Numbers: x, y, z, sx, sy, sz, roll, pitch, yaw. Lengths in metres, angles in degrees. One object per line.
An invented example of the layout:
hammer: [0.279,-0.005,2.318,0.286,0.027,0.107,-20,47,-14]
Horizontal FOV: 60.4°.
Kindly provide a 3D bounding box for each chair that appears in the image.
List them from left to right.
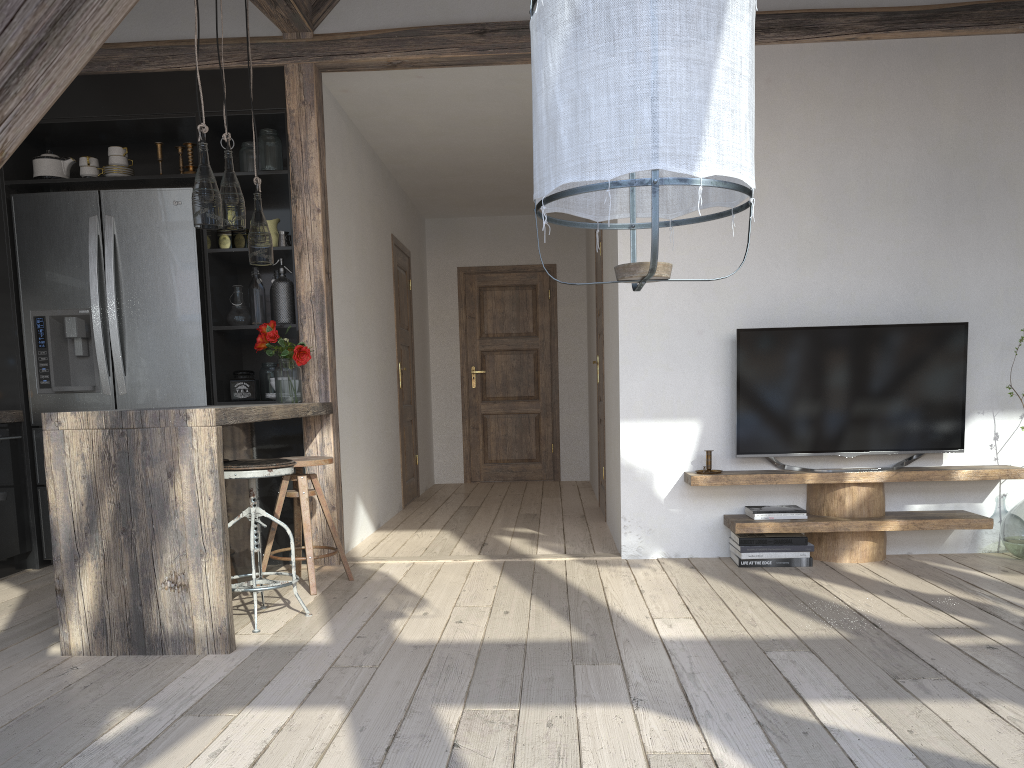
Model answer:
chair: [-1.015,0.621,3.478,0.353,0.643,0.350,2,6,36]
chair: [-0.976,0.644,4.091,0.341,0.602,0.337,1,5,23]

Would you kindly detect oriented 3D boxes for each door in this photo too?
door: [-0.847,-0.072,7.053,0.082,2.094,0.831,-1,6,3]
door: [-0.024,-0.082,8.444,0.941,2.094,0.081,-1,7,3]
door: [0.617,-0.118,6.130,0.082,2.094,0.831,-1,6,3]

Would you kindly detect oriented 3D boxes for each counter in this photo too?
counter: [-2.117,0.539,2.751,2.241,0.860,3.785,-1,0,3]

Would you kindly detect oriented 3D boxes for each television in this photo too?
television: [1.655,0.071,4.314,1.103,0.715,0.204,-1,6,3]

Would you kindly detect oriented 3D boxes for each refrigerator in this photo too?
refrigerator: [-2.031,-0.006,4.897,0.943,1.943,0.841,-1,5,3]

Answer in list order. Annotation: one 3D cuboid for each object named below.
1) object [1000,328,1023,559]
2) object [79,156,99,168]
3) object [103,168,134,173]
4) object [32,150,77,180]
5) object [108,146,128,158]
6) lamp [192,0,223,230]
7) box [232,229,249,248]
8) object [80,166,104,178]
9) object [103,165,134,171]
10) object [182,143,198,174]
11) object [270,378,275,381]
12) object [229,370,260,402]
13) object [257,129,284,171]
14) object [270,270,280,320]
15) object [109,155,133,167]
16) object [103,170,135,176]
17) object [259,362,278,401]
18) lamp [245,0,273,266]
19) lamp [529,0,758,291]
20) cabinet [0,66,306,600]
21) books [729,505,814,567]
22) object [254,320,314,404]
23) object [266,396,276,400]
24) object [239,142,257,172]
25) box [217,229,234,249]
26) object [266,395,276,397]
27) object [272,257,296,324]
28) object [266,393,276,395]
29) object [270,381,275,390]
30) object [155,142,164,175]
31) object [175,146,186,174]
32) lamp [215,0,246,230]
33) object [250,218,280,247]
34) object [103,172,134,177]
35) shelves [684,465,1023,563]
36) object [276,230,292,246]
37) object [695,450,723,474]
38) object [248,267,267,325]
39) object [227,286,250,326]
object: [2.643,0.289,4.264,0.515,1.133,0.272,-2,6,-11]
object: [-2.165,-1.122,4.515,0.106,0.068,0.093,-1,2,31]
object: [-2.016,-1.081,4.511,0.148,0.026,0.148,-2,0,44]
object: [-2.386,-1.123,4.571,0.207,0.176,0.185,1,4,43]
object: [-2.009,-1.170,4.500,0.106,0.068,0.093,-2,2,-12]
lamp: [-1.109,-1.243,3.256,0.225,1.303,0.107,-1,7,5]
box: [-1.399,-0.745,4.586,0.083,0.115,0.082,-1,4,13]
object: [-2.164,-1.076,4.526,0.105,0.068,0.094,-3,2,-35]
object: [-2.016,-1.093,4.510,0.148,0.026,0.148,-2,0,44]
object: [-1.629,-1.143,4.462,0.095,0.174,0.095,-4,5,-24]
object: [-1.205,0.010,4.691,0.162,0.086,0.161,-1,1,16]
object: [-1.416,0.010,4.660,0.134,0.167,0.133,-2,4,-7]
object: [-1.225,-1.171,4.451,0.125,0.209,0.123,-1,5,7]
object: [-1.246,-0.453,4.692,0.085,0.305,0.085,-7,8,-40]
object: [-2.012,-1.125,4.510,0.094,0.068,0.105,-1,2,13]
object: [-2.015,-1.070,4.513,0.148,0.026,0.148,-2,0,44]
object: [-1.320,-0.012,4.832,0.125,0.209,0.123,-2,5,-11]
lamp: [-1.081,-1.212,3.857,0.226,1.357,0.108,-1,7,5]
lamp: [0.222,-1.140,1.559,0.405,1.917,0.396,5,9,44]
cabinet: [-2.199,-0.290,2.860,2.093,2.530,4.182,-1,1,3]
books: [1.281,0.753,4.368,0.360,0.267,0.288,-1,3,3]
object: [-1.129,-0.111,4.398,0.311,0.420,0.249,1,6,36]
object: [-1.203,0.077,4.699,0.213,0.025,0.214,-1,0,-39]
object: [-1.344,-1.150,4.547,0.125,0.174,0.125,2,6,42]
box: [-1.486,-0.742,4.594,0.083,0.115,0.082,-1,4,3]
object: [-1.203,0.068,4.698,0.214,0.025,0.214,-1,0,-29]
object: [-1.185,-0.480,4.555,0.108,0.354,0.107,2,7,33]
object: [-1.203,0.061,4.697,0.214,0.025,0.214,-1,0,-34]
object: [-1.205,0.028,4.693,0.162,0.086,0.161,-1,1,16]
object: [-1.786,-1.136,4.469,0.059,0.169,0.058,-3,6,-12]
object: [-1.705,-1.141,4.536,0.062,0.174,0.061,2,7,31]
lamp: [-1.104,-1.266,3.542,0.239,1.252,0.107,0,7,15]
object: [-1.281,-0.776,4.587,0.149,0.172,0.134,-2,4,-11]
object: [-2.015,-1.058,4.514,0.149,0.023,0.148,-2,0,29]
shelves: [1.678,0.652,4.337,1.602,0.456,0.327,-2,4,3]
object: [-1.167,-0.743,4.527,0.093,0.097,0.074,-1,4,3]
object: [0.981,0.388,4.383,0.139,0.114,0.138,-2,2,-15]
object: [-1.328,-0.452,4.581,0.086,0.305,0.085,-2,6,-6]
object: [-1.449,-0.407,4.673,0.132,0.222,0.131,0,5,14]
